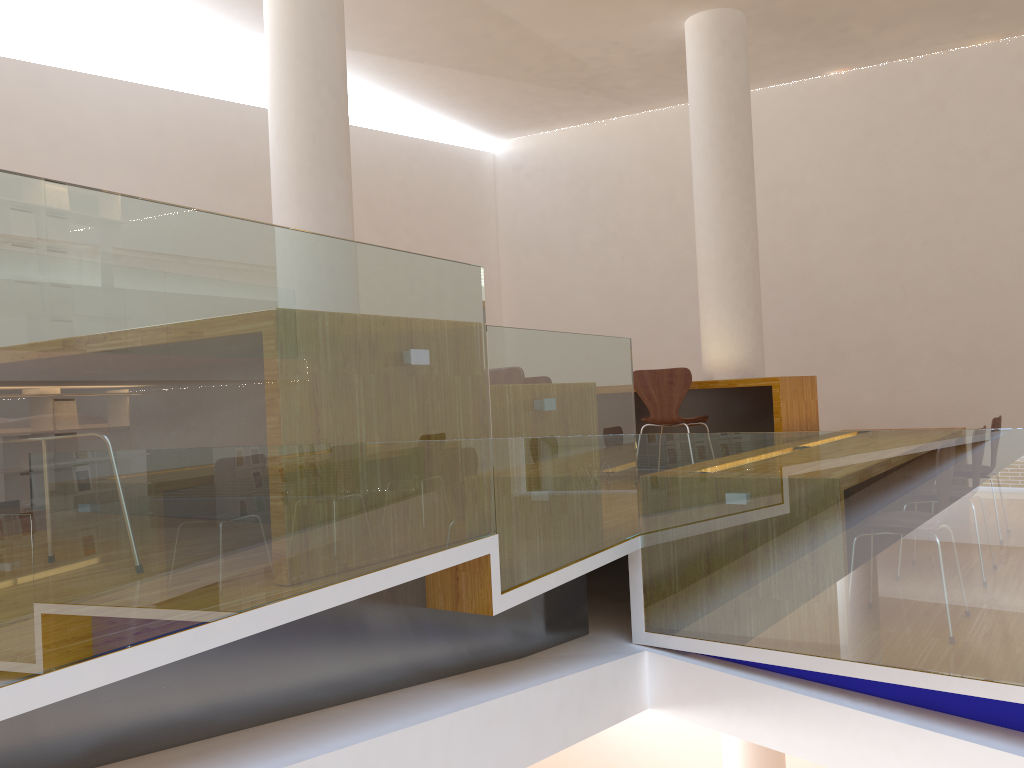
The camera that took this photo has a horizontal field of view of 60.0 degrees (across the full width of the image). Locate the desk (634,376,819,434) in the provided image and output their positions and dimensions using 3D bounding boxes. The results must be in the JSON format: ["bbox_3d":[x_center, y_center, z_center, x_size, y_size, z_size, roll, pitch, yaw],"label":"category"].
[{"bbox_3d":[0.447,0.332,6.286,3.185,0.606,0.760,-3,-1,34],"label":"desk"}]

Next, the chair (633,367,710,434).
[{"bbox_3d":[0.990,0.253,5.403,0.428,0.693,0.381,-3,-1,34],"label":"chair"}]

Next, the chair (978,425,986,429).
[{"bbox_3d":[2.040,0.553,4.189,0.381,0.693,0.428,-3,-1,34],"label":"chair"}]

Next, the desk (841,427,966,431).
[{"bbox_3d":[1.729,0.623,4.595,0.760,0.606,3.185,-3,-1,34],"label":"desk"}]

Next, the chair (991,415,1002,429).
[{"bbox_3d":[2.636,0.539,5.137,0.381,0.693,0.428,-3,-1,34],"label":"chair"}]
